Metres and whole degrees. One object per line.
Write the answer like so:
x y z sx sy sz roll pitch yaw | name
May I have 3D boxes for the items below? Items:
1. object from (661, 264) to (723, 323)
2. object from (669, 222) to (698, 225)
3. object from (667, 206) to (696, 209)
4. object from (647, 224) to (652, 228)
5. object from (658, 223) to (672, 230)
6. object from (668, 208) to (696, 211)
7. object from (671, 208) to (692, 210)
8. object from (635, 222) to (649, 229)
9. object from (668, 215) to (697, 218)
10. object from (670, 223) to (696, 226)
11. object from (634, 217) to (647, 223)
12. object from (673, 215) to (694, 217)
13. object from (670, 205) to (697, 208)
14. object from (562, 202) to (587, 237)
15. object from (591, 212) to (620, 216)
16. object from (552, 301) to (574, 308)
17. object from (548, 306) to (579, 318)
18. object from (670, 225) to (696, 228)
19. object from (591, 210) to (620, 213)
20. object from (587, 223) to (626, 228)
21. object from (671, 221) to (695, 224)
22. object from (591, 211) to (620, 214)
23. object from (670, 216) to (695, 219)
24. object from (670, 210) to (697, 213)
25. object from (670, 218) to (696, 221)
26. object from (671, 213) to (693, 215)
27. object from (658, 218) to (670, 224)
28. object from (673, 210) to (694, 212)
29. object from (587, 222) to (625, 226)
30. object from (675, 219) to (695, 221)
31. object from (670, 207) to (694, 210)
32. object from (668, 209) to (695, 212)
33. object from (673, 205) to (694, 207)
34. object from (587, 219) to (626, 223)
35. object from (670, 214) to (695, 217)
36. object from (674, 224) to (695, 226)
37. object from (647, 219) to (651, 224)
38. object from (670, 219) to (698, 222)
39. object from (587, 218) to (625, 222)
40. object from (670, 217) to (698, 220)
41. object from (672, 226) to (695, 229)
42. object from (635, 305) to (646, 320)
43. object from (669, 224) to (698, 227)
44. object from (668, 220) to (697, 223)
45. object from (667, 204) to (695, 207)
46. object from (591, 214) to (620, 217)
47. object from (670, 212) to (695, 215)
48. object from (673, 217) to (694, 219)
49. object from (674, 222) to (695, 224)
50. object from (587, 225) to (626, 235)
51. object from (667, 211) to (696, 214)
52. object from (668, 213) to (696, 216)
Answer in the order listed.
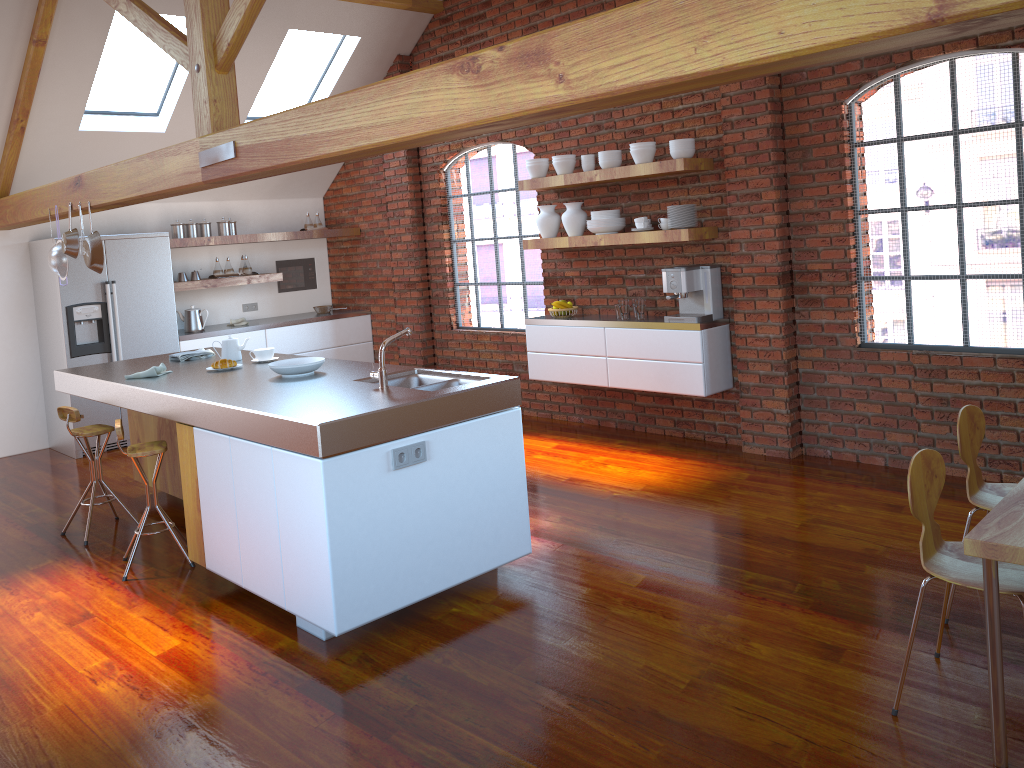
1.185 -0.608 5.863 0.383 0.367 0.271 -10 8 -43 | object
1.136 -1.060 5.847 0.195 0.014 0.196 -9 11 -26 | object
1.128 -1.166 5.842 0.195 0.014 0.196 -9 11 -26 | object
0.944 -1.104 6.226 0.092 0.046 0.100 0 9 26 | object
1.058 -1.076 6.012 0.092 0.046 0.100 -6 9 -8 | object
1.129 -1.152 5.843 0.195 0.014 0.196 -9 11 -26 | object
1.129 -1.157 5.843 0.195 0.014 0.196 -9 11 -26 | object
0.893 -1.086 6.047 0.092 0.046 0.100 3 11 41 | object
1.132 -1.107 5.845 0.195 0.014 0.196 -9 11 -26 | object
1.136 -1.055 5.847 0.195 0.014 0.196 -9 11 -26 | object
0.885 -1.118 6.048 0.092 0.058 0.101 0 9 30 | object
1.132 -1.110 5.845 0.195 0.014 0.196 -9 11 -26 | object
1.127 -1.170 5.842 0.195 0.014 0.196 -9 11 -26 | object
0.468 -1.226 6.563 0.192 0.248 0.194 -3 6 19 | object
0.674 -1.199 6.326 0.214 0.055 0.216 3 12 38 | object
0.391 -0.594 6.701 0.184 0.084 0.067 -5 5 -5 | object
0.396 -0.550 6.751 0.235 0.070 0.239 -4 9 4 | object
1.137 -1.042 5.848 0.195 0.014 0.196 -9 11 -26 | object
0.673 -1.218 6.325 0.214 0.055 0.216 3 12 38 | object
0.681 -1.117 6.329 0.281 0.055 0.285 1 11 30 | object
1.135 -1.069 5.847 0.195 0.014 0.196 -9 11 -26 | object
0.674 -1.208 6.325 0.214 0.055 0.216 3 12 38 | object
1.133 -1.102 5.845 0.195 0.014 0.196 -9 11 -26 | object
1.130 -1.138 5.844 0.195 0.014 0.196 -9 11 -26 | object
1.134 -1.088 5.846 0.195 0.014 0.196 -9 11 -26 | object
1.131 -1.125 5.844 0.195 0.014 0.196 -9 11 -26 | object
1.061 -1.108 6.013 0.092 0.058 0.101 -7 8 -19 | object
1.130 -1.143 5.843 0.195 0.014 0.196 -9 11 -26 | object
0.680 -1.129 6.329 0.281 0.055 0.285 1 11 30 | object
1.134 -1.084 5.846 0.195 0.014 0.196 -9 11 -26 | object
1.128 -1.162 5.843 0.195 0.014 0.196 -9 11 -26 | object
1.129 -1.148 5.843 0.195 0.014 0.196 -9 11 -26 | object
1.127 -1.175 5.842 0.195 0.014 0.196 -9 11 -26 | object
0.678 -1.148 6.328 0.281 0.055 0.285 1 11 30 | object
1.132 -1.115 5.845 0.195 0.014 0.196 -9 11 -26 | object
1.137 -1.051 5.848 0.195 0.014 0.196 -9 11 -26 | object
0.936 -1.135 6.226 0.092 0.058 0.101 -2 8 15 | object
1.134 -1.079 5.846 0.195 0.014 0.196 -9 11 -26 | object
0.678 -1.158 6.327 0.281 0.055 0.285 1 11 30 | object
1.133 -1.092 5.846 0.195 0.014 0.196 -9 11 -26 | object
1.138 -1.037 5.848 0.195 0.014 0.196 -9 11 -26 | object
0.896 -0.498 6.133 0.078 0.103 0.078 -7 6 -31 | object
1.137 -1.046 5.848 0.195 0.014 0.196 -9 11 -26 | object
1.135 -1.074 5.847 0.195 0.014 0.196 -9 11 -26 | object
1.127 -1.180 5.842 0.195 0.014 0.196 -9 11 -26 | object
0.675 -1.188 6.326 0.214 0.055 0.216 3 12 38 | object
1.131 -1.129 5.844 0.195 0.014 0.196 -9 11 -26 | object
1.133 -1.097 5.846 0.195 0.014 0.196 -9 11 -26 | object
1.136 -1.065 5.847 0.195 0.014 0.196 -9 11 -26 | object
0.682 -1.107 6.330 0.281 0.055 0.285 1 11 30 | object
1.130 -1.133 5.844 0.195 0.014 0.196 -9 11 -26 | object
1.131 -1.120 5.844 0.195 0.014 0.196 -9 11 -26 | object
